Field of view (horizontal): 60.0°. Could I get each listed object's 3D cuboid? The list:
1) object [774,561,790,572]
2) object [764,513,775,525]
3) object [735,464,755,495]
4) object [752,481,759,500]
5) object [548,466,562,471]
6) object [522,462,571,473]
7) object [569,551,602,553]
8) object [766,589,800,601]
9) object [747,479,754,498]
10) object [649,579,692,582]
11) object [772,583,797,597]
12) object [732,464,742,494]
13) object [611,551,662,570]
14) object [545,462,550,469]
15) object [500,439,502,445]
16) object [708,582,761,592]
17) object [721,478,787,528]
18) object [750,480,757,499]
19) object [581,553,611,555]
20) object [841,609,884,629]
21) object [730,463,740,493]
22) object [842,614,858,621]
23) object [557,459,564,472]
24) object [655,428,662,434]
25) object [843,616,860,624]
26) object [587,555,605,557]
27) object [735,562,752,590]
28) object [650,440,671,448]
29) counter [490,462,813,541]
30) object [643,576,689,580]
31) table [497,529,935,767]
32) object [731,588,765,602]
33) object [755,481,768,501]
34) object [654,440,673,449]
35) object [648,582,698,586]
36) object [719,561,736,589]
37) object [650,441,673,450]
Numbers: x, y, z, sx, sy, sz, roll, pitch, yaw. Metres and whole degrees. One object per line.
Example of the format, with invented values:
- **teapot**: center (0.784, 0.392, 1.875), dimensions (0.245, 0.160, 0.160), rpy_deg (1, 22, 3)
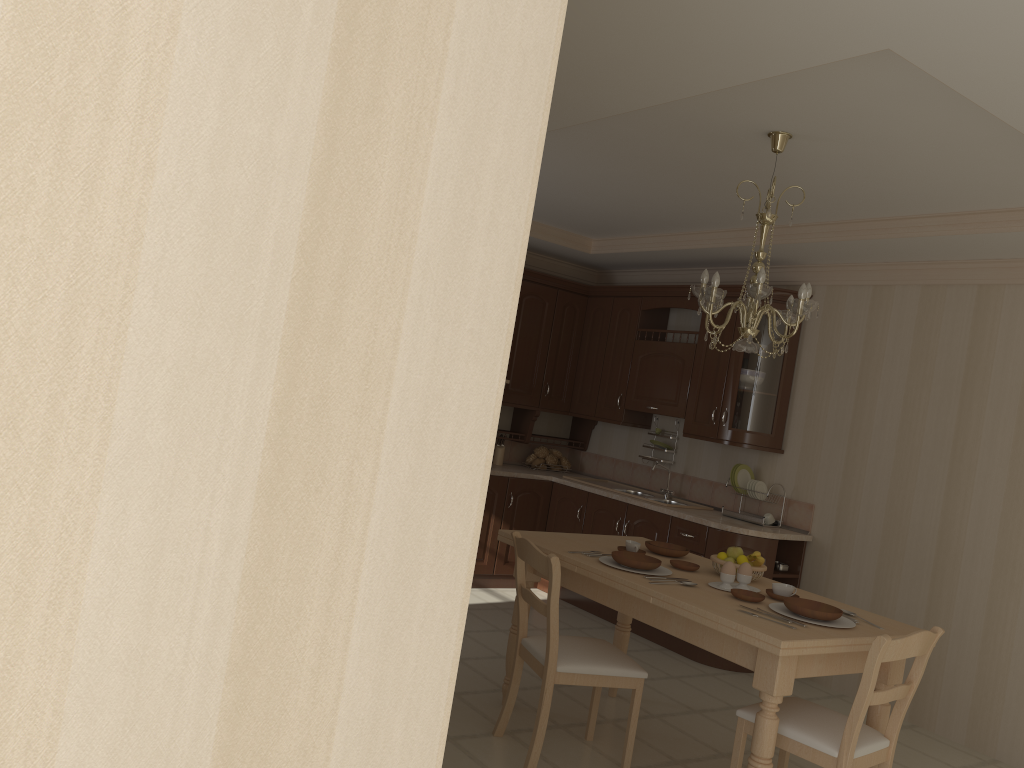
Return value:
- **object**: center (1.629, 1.115, 5.418), dimensions (0.084, 0.045, 0.120), rpy_deg (10, -1, -24)
- **object**: center (1.608, 0.844, 5.541), dimensions (0.073, 0.072, 0.085), rpy_deg (9, -1, 19)
- **object**: center (1.492, 0.612, 5.692), dimensions (0.193, 0.188, 0.047), rpy_deg (10, -1, -34)
- **object**: center (1.553, 0.670, 5.590), dimensions (0.123, 0.119, 0.034), rpy_deg (10, -1, -35)
- **object**: center (0.338, 0.662, 7.000), dimensions (0.103, 0.060, 0.105), rpy_deg (10, -1, -40)
- **object**: center (0.274, 0.652, 6.984), dimensions (0.364, 0.060, 0.199), rpy_deg (10, -1, -35)
- **object**: center (0.313, 0.713, 3.762), dimensions (0.028, 0.004, 0.218), rpy_deg (9, -1, 45)
- **object**: center (1.039, 0.818, 3.412), dimensions (0.126, 0.026, 0.127), rpy_deg (10, -1, -44)
- **object**: center (1.530, 0.666, 5.625), dimensions (0.123, 0.119, 0.034), rpy_deg (10, -1, -35)
- **object**: center (0.615, 0.759, 3.420), dimensions (0.216, 0.004, 0.022), rpy_deg (10, -1, -30)
- **object**: center (1.049, 0.803, 3.415), dimensions (0.119, 0.055, 0.063), rpy_deg (10, -1, -21)
- **object**: center (1.482, 0.611, 5.708), dimensions (0.193, 0.188, 0.047), rpy_deg (10, -1, -34)
- **object**: center (0.501, 0.721, 3.588), dimensions (0.204, 0.042, 0.204), rpy_deg (10, -1, -35)
- **object**: center (0.288, 0.631, 7.027), dimensions (0.098, 0.094, 0.114), rpy_deg (9, -1, 35)
- **object**: center (-0.095, 0.479, 6.838), dimensions (0.016, 0.158, 0.051), rpy_deg (9, -1, 18)
- **object**: center (0.874, 0.801, 3.487), dimensions (0.245, 0.005, 0.157), rpy_deg (10, -1, -38)
- **object**: center (1.529, 0.734, 5.608), dimensions (0.172, 0.275, 0.359), rpy_deg (10, -1, -34)
- **object**: center (1.542, 0.668, 5.607), dimensions (0.123, 0.119, 0.034), rpy_deg (10, -1, -33)
- **object**: center (0.378, 0.722, 3.758), dimensions (0.212, 0.008, 0.018), rpy_deg (10, -1, -36)
- **object**: center (1.286, 0.865, 3.267), dimensions (0.047, 0.011, 0.219), rpy_deg (10, -1, -19)
- **object**: center (1.472, 0.609, 5.723), dimensions (0.193, 0.188, 0.047), rpy_deg (10, -1, -34)
- **object**: center (1.220, 0.858, 3.326), dimensions (0.022, 0.004, 0.216), rpy_deg (10, -1, -20)
- **object**: center (0.367, 0.643, 7.072), dimensions (0.091, 0.100, 0.125), rpy_deg (10, -1, -40)
- **object**: center (1.071, 0.345, 6.480), dimensions (0.044, 0.051, 0.049), rpy_deg (9, -1, 23)
- **object**: center (1.199, 0.852, 3.278), dimensions (0.023, 0.008, 0.221), rpy_deg (10, -1, -20)
- **object**: center (0.402, 0.725, 3.729), dimensions (0.218, 0.008, 0.022), rpy_deg (10, -1, -33)
- **object**: center (0.922, 0.758, 3.516), dimensions (0.058, 0.104, 0.058), rpy_deg (9, -1, 33)
- **object**: center (1.075, 0.440, 6.387), dimensions (0.167, 0.051, 0.174), rpy_deg (10, -1, -35)
- **counter**: center (0.076, 0.651, 5.599), dimensions (2.603, 0.034, 2.422), rpy_deg (10, -1, -35)
- **object**: center (0.599, 0.755, 3.451), dimensions (0.221, 0.008, 0.023), rpy_deg (10, -1, -30)
- **table**: center (0.685, 1.167, 3.621), dimensions (0.900, 0.774, 1.567), rpy_deg (10, -1, -35)
- **object**: center (0.874, 0.789, 3.293), dimensions (0.126, 0.026, 0.127), rpy_deg (10, -1, -44)
- **object**: center (1.565, 0.672, 5.572), dimensions (0.123, 0.119, 0.034), rpy_deg (10, -1, -35)
- **object**: center (1.076, 0.437, 6.388), dimensions (0.167, 0.051, 0.174), rpy_deg (10, -1, -35)
- **object**: center (0.612, 0.755, 3.355), dimensions (0.219, 0.011, 0.047), rpy_deg (10, -1, -26)
- **object**: center (0.845, 0.745, 3.471), dimensions (0.058, 0.104, 0.058), rpy_deg (9, -1, 33)
- **object**: center (1.074, 0.442, 6.387), dimensions (0.167, 0.051, 0.174), rpy_deg (10, -1, -35)
